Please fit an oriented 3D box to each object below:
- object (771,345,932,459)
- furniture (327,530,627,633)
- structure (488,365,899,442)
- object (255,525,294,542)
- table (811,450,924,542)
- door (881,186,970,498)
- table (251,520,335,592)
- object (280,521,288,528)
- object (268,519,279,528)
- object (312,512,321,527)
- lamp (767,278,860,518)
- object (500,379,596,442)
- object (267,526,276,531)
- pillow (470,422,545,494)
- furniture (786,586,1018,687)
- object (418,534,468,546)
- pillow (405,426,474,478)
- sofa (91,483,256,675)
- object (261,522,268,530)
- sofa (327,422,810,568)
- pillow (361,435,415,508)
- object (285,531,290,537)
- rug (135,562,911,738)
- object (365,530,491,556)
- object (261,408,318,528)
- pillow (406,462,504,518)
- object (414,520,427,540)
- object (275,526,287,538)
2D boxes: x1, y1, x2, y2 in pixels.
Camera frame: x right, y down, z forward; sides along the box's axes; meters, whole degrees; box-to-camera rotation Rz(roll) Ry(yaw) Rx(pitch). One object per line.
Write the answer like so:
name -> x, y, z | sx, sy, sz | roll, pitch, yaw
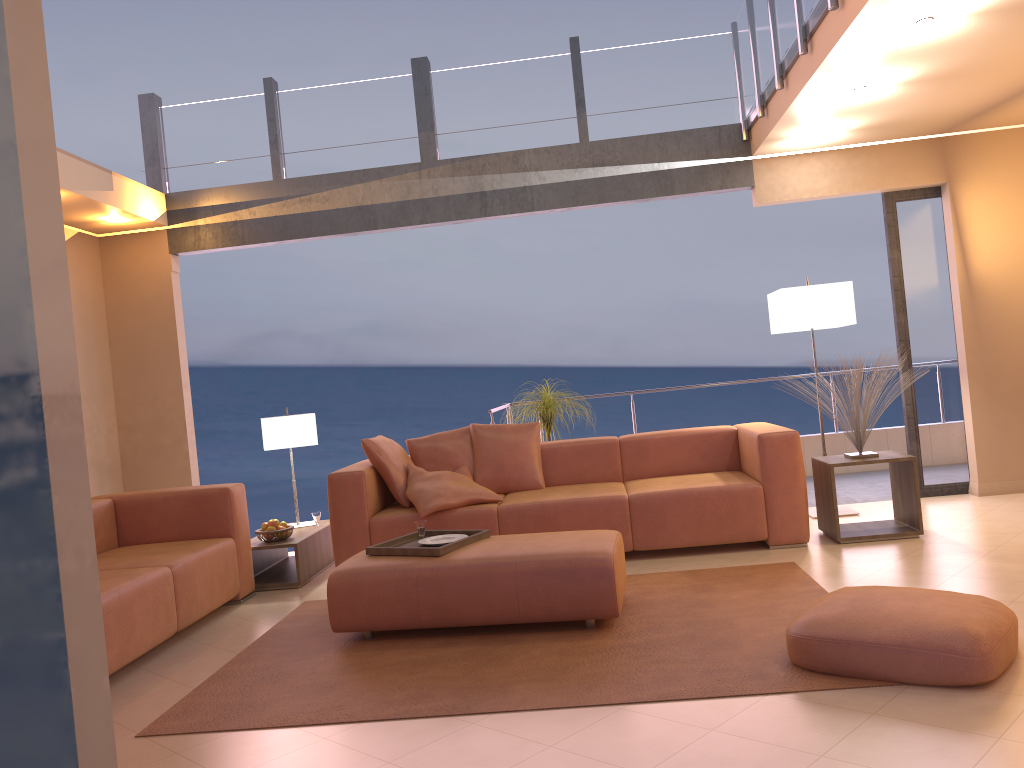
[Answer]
object -> 2.001, 0.106, 5.221 | 0.700, 0.634, 0.703 | -6, 0, -39
furniture -> -0.135, 0.891, 4.117 | 1.291, 0.301, 0.685 | -6, 0, 10
structure -> 1.941, 0.252, 7.145 | 4.176, 0.541, 1.663 | -6, 0, 5
object -> -1.450, 0.920, 5.429 | 0.235, 0.071, 0.235 | -6, 0, -3
table -> 2.045, 0.639, 5.136 | 0.469, 0.436, 0.415 | -6, 0, 5
door -> 2.945, -0.297, 6.202 | 0.480, 2.160, 0.056 | -6, 0, 5
table -> -1.415, 1.087, 5.687 | 0.412, 0.268, 0.918 | -6, 0, 5
object -> -1.402, 0.870, 5.444 | 0.045, 0.053, 0.051 | -6, 0, 28
object -> -1.455, 0.857, 5.409 | 0.069, 0.061, 0.068 | -6, 0, -34
object -> -1.284, 0.893, 5.842 | 0.061, 0.091, 0.061 | -6, 0, -45
lamp -> 2.053, 0.075, 5.937 | 0.454, 1.578, 0.454 | -6, 0, 5
object -> 0.282, 0.505, 6.590 | 0.703, 1.088, 0.729 | -6, 0, -26
object -> -1.454, 0.883, 5.361 | 0.055, 0.047, 0.045 | -6, 0, -18
pillow -> -0.034, 0.471, 5.720 | 0.470, 0.468, 0.211 | -6, 0, 0
furniture -> 1.364, 0.860, 3.111 | 0.699, 0.226, 0.659 | -6, 0, 35
object -> -0.328, 0.747, 4.226 | 0.240, 0.018, 0.240 | -6, 0, -31
pillow -> -0.422, 0.508, 5.758 | 0.492, 0.446, 0.255 | -6, 0, -12
sofa -> -2.094, 0.950, 3.868 | 0.943, 0.672, 2.781 | -6, 0, 5
object -> -1.507, 0.869, 5.416 | 0.047, 0.046, 0.054 | -6, 0, -9
sofa -> 0.330, 0.709, 5.539 | 2.781, 0.672, 0.943 | -6, 0, 5
pillow -> -0.733, 0.545, 5.596 | 0.314, 0.455, 0.519 | -6, 0, 1
object -> -1.391, 0.916, 5.454 | 0.046, 0.046, 0.055 | -6, 0, -17
rug -> 0.092, 1.067, 3.828 | 2.626, 0.005, 1.833 | -6, 0, 5
object -> -0.392, 0.750, 4.208 | 0.421, 0.034, 0.436 | -6, 0, 30
object -> -1.481, 0.556, 5.982 | 0.344, 0.799, 0.344 | -6, 0, -17
pillow -> -0.401, 0.605, 5.366 | 0.517, 0.292, 0.514 | -6, 0, -26
object -> -0.448, 0.723, 4.382 | 0.061, 0.091, 0.061 | -6, 0, -11
object -> -1.407, 0.902, 5.397 | 0.074, 0.076, 0.072 | -6, 0, 15
